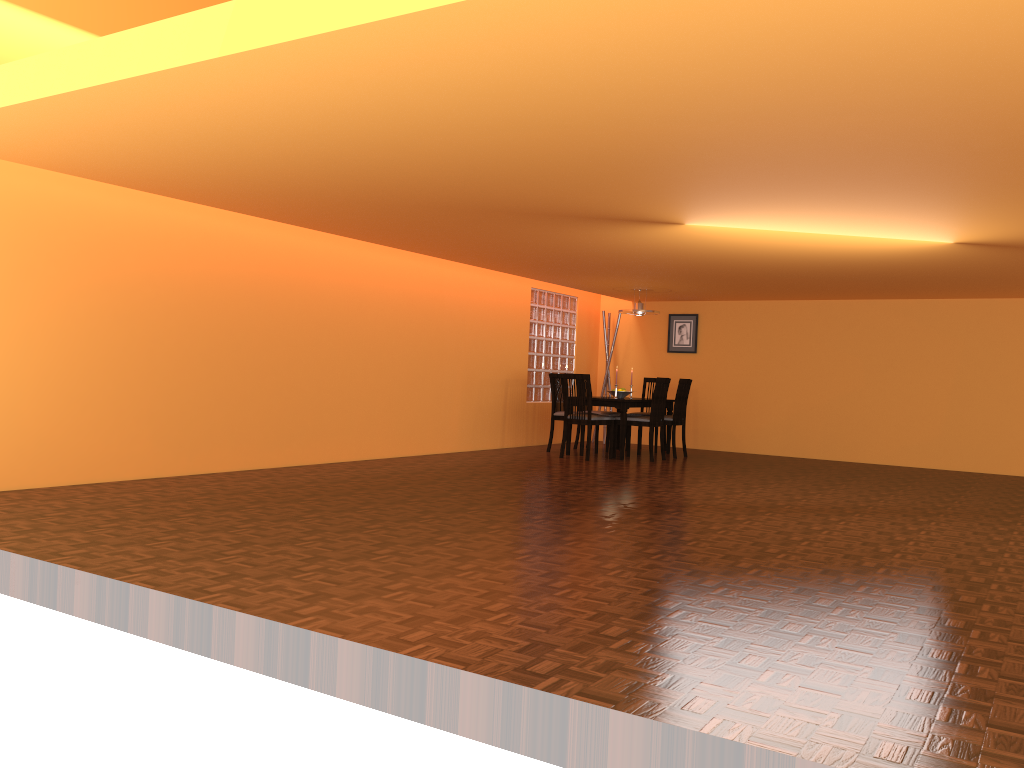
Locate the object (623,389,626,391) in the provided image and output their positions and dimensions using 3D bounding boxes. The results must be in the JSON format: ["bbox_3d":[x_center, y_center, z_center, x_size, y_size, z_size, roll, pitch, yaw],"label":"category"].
[{"bbox_3d":[1.152,0.087,8.985,0.055,0.070,0.066,3,1,13],"label":"object"}]

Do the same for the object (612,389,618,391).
[{"bbox_3d":[1.053,0.090,8.991,0.089,0.076,0.087,3,1,38],"label":"object"}]

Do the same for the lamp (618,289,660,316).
[{"bbox_3d":[1.336,-0.852,9.288,0.435,0.274,0.435,2,1,-36],"label":"lamp"}]

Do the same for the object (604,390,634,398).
[{"bbox_3d":[1.092,0.107,8.999,0.337,0.072,0.337,2,1,-2],"label":"object"}]

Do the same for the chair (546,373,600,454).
[{"bbox_3d":[0.617,0.302,9.010,0.465,0.809,0.373,3,1,32],"label":"chair"}]

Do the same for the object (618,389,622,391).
[{"bbox_3d":[1.083,0.073,8.903,0.046,0.046,0.055,3,1,15],"label":"object"}]

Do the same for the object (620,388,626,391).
[{"bbox_3d":[1.130,0.072,9.061,0.069,0.066,0.069,3,1,42],"label":"object"}]

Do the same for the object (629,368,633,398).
[{"bbox_3d":[1.244,-0.016,9.236,0.044,0.326,0.044,3,1,21],"label":"object"}]

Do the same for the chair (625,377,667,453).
[{"bbox_3d":[1.491,0.334,9.665,0.373,0.809,0.465,3,1,27],"label":"chair"}]

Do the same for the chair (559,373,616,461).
[{"bbox_3d":[0.707,0.311,8.430,0.373,0.809,0.465,3,1,37],"label":"chair"}]

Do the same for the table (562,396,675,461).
[{"bbox_3d":[1.111,0.436,9.029,0.697,0.584,1.259,3,1,32],"label":"table"}]

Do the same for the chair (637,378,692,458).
[{"bbox_3d":[1.571,0.342,9.090,0.465,0.809,0.373,3,1,32],"label":"chair"}]

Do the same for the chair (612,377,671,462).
[{"bbox_3d":[1.264,0.333,8.601,0.465,0.809,0.373,3,1,32],"label":"chair"}]

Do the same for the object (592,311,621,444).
[{"bbox_3d":[1.149,-0.076,10.588,0.226,1.589,0.308,2,1,-36],"label":"object"}]

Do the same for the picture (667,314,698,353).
[{"bbox_3d":[1.994,-0.589,10.363,0.361,0.456,0.014,3,1,32],"label":"picture"}]

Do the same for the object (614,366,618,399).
[{"bbox_3d":[1.027,-0.020,8.732,0.044,0.326,0.044,3,1,21],"label":"object"}]

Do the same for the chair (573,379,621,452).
[{"bbox_3d":[0.923,0.311,9.498,0.465,0.809,0.373,3,1,32],"label":"chair"}]
